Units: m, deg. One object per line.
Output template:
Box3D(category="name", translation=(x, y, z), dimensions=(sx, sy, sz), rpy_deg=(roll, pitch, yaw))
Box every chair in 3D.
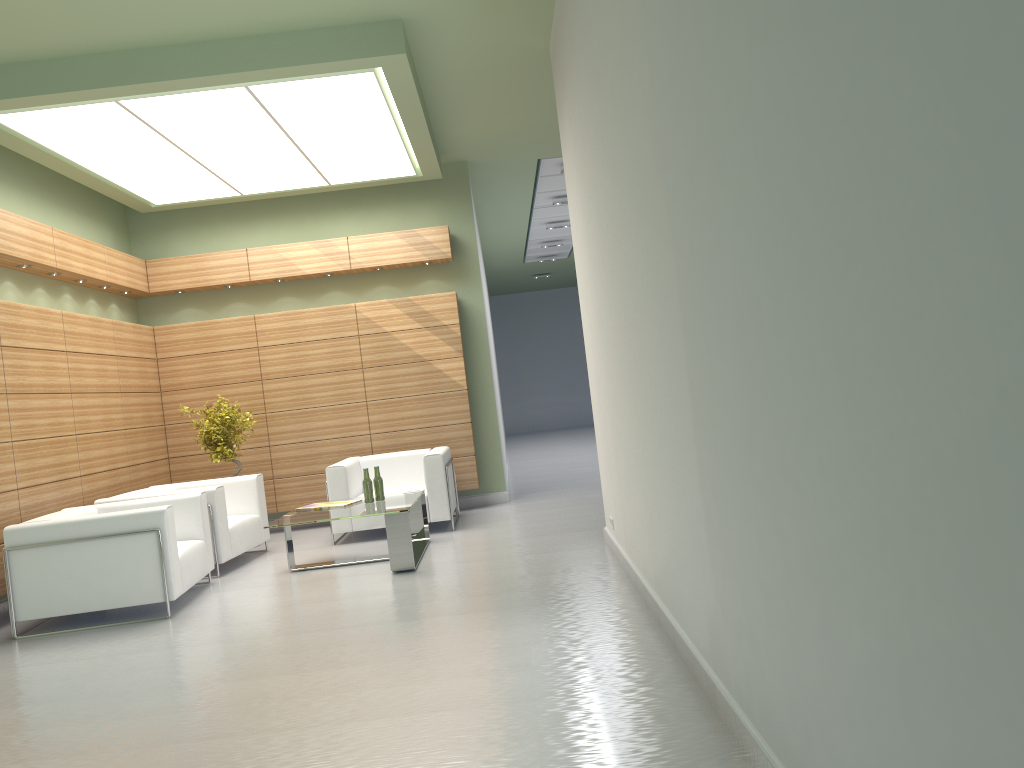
Box3D(category="chair", translation=(-4.725, 2.100, 12.992), dimensions=(1.769, 1.234, 1.894), rpy_deg=(-7, 0, 4))
Box3D(category="chair", translation=(-4.723, 2.090, 10.667), dimensions=(1.802, 1.234, 1.894), rpy_deg=(-7, 0, -6))
Box3D(category="chair", translation=(-1.902, 1.774, 14.458), dimensions=(1.894, 1.234, 1.802), rpy_deg=(-7, 0, -1))

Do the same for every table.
Box3D(category="table", translation=(-2.112, 2.009, 11.887), dimensions=(1.783, 0.742, 2.197), rpy_deg=(-7, 0, -1))

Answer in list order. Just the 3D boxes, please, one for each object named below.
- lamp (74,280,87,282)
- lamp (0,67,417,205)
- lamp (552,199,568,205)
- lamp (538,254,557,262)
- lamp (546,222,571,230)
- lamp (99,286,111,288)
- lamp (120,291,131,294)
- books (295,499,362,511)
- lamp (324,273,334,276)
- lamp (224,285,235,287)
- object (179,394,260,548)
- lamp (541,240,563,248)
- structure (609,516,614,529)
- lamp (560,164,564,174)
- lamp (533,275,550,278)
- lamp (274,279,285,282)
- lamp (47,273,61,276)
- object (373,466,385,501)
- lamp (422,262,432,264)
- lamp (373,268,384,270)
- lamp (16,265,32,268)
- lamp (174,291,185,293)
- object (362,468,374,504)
Box3D(category="lamp", translation=(-6.659, -1.616, 13.684), dimensions=(0.181, 0.074, 0.181), rpy_deg=(-7, 0, -17))
Box3D(category="lamp", translation=(-3.914, -3.540, 12.884), dimensions=(4.571, 0.325, 5.060), rpy_deg=(-7, 0, -1))
Box3D(category="lamp", translation=(1.273, -4.310, 20.733), dimensions=(0.657, 0.159, 0.286), rpy_deg=(-7, 0, -1))
Box3D(category="lamp", translation=(1.196, -4.260, 30.102), dimensions=(0.657, 0.159, 0.286), rpy_deg=(-7, 0, -1))
Box3D(category="lamp", translation=(1.247, -4.293, 23.921), dimensions=(0.657, 0.159, 0.286), rpy_deg=(-7, 0, -1))
Box3D(category="lamp", translation=(-6.665, -1.611, 14.504), dimensions=(0.181, 0.074, 0.181), rpy_deg=(-7, 0, -29))
Box3D(category="lamp", translation=(-6.672, -1.607, 15.312), dimensions=(0.181, 0.074, 0.181), rpy_deg=(-7, 0, -17))
Box3D(category="books", translation=(-2.525, 1.671, 12.237), dimensions=(0.762, 0.025, 0.508), rpy_deg=(-7, 0, 19))
Box3D(category="lamp", translation=(-3.312, -2.000, 16.009), dimensions=(0.181, 0.074, 0.181), rpy_deg=(-7, 0, -6))
Box3D(category="lamp", translation=(-5.100, -1.789, 15.993), dimensions=(0.181, 0.074, 0.181), rpy_deg=(-7, 0, -6))
Box3D(category="object", translation=(-4.775, 1.435, 14.629), dimensions=(1.201, 2.565, 1.116), rpy_deg=(-7, 0, -32))
Box3D(category="lamp", translation=(1.221, -4.276, 27.054), dimensions=(0.657, 0.159, 0.286), rpy_deg=(-7, 0, -1))
Box3D(category="structure", translation=(1.178, 1.634, 10.480), dimensions=(0.017, 0.118, 0.262), rpy_deg=(-7, 0, -1))
Box3D(category="lamp", translation=(1.298, -4.327, 17.681), dimensions=(0.657, 0.159, 0.286), rpy_deg=(-7, 0, -1))
Box3D(category="lamp", translation=(1.160, -4.236, 34.566), dimensions=(0.657, 0.159, 0.286), rpy_deg=(-7, 0, -1))
Box3D(category="lamp", translation=(-4.197, -1.896, 16.001), dimensions=(0.181, 0.074, 0.181), rpy_deg=(-7, 0, -40))
Box3D(category="lamp", translation=(-6.652, -1.620, 12.885), dimensions=(0.181, 0.074, 0.181), rpy_deg=(-7, 0, -17))
Box3D(category="object", translation=(-1.830, 1.362, 12.144), dimensions=(0.131, 0.475, 0.131), rpy_deg=(-7, 0, -36))
Box3D(category="lamp", translation=(-1.536, -2.209, 16.024), dimensions=(0.181, 0.074, 0.181), rpy_deg=(-7, 0, -6))
Box3D(category="lamp", translation=(-2.415, -2.106, 16.017), dimensions=(0.181, 0.074, 0.181), rpy_deg=(-7, 0, -40))
Box3D(category="lamp", translation=(-6.645, -1.624, 12.071), dimensions=(0.181, 0.074, 0.181), rpy_deg=(-7, 0, -29))
Box3D(category="lamp", translation=(-5.993, -1.684, 15.985), dimensions=(0.181, 0.074, 0.181), rpy_deg=(-7, 0, -6))
Box3D(category="object", translation=(-1.957, 1.377, 12.022), dimensions=(0.131, 0.475, 0.131), rpy_deg=(-7, 0, -36))
